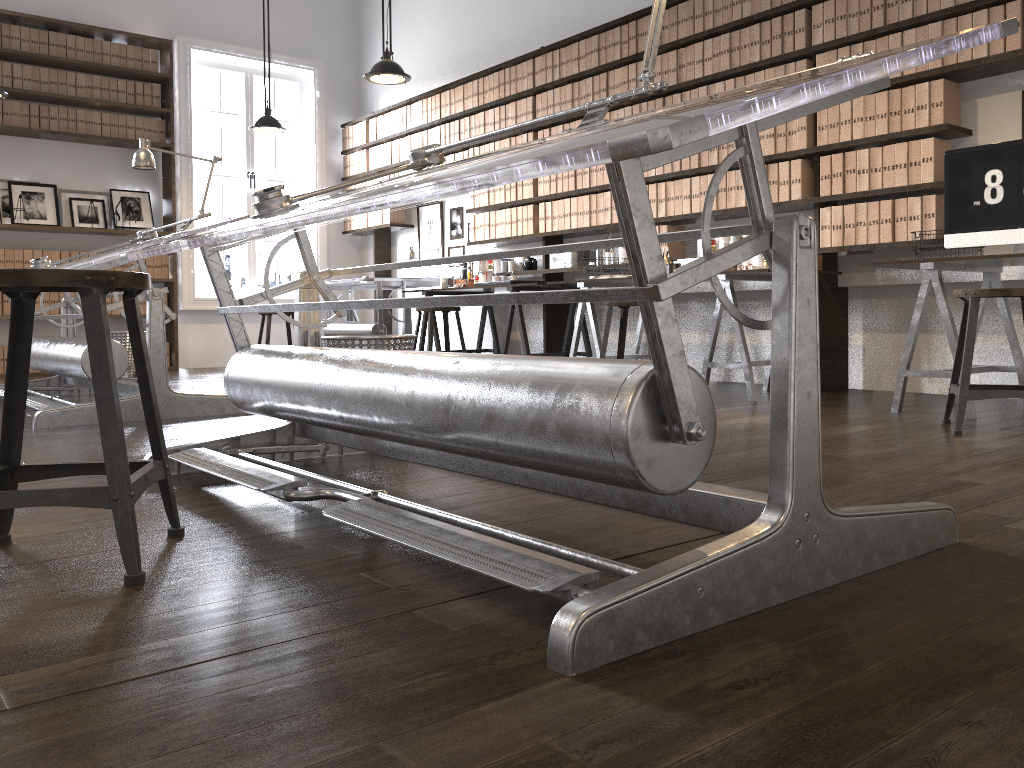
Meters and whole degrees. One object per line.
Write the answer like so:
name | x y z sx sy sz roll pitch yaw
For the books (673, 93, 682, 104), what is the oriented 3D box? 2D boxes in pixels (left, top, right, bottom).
books | 1.106 -1.720 5.627 0.174 0.225 0.067 -2 2 -38

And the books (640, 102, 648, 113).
books | 0.931 -1.734 5.853 0.175 0.225 0.067 -2 2 -38

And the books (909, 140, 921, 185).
books | 2.062 -1.097 4.436 0.175 0.225 0.067 -2 2 -38

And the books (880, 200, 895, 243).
books | 1.972 -0.827 4.555 0.175 0.225 0.067 -2 2 -38

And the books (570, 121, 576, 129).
books | 0.507 -1.769 6.394 0.175 0.225 0.067 -2 2 -38

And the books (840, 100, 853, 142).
books | 1.826 -1.390 4.721 0.175 0.225 0.067 -2 2 -38

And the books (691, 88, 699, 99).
books | 1.197 -1.713 5.518 0.175 0.225 0.067 -2 2 -38

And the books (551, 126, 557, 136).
books | 0.375 -1.780 6.562 0.175 0.225 0.067 -2 2 -38

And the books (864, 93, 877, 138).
books | 1.912 -1.383 4.617 0.175 0.225 0.067 -2 2 -38

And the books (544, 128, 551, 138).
books | 0.325 -1.784 6.617 0.175 0.225 0.067 -2 2 -38

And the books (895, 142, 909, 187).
books | 2.018 -1.100 4.486 0.175 0.225 0.067 -2 2 -38

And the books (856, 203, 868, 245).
books | 1.888 -0.834 4.667 0.175 0.225 0.067 -2 2 -38

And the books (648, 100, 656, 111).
books | 0.973 -1.731 5.803 0.175 0.225 0.067 -2 2 -38

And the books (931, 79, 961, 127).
books | 2.128 -1.366 4.346 0.175 0.225 0.067 -2 2 -38

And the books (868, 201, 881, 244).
books | 1.930 -0.831 4.617 0.175 0.225 0.067 -2 2 -38

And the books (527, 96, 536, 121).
books | 0.204 -2.068 6.761 0.175 0.225 0.067 -2 2 -38

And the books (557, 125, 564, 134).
books | 0.416 -1.776 6.503 0.174 0.225 0.067 -2 2 -38

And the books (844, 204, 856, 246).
books | 1.845 -0.837 4.714 0.175 0.225 0.067 -2 2 -38

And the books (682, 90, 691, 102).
books | 1.153 -1.716 5.574 0.174 0.225 0.067 -2 2 -38

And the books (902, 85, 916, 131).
books | 2.040 -1.373 4.457 0.174 0.225 0.067 -2 2 -38

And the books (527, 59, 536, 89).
books | 0.204 -2.344 6.748 0.175 0.225 0.067 -2 2 -38

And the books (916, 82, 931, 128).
books | 2.081 -1.369 4.399 0.174 0.225 0.067 -2 2 -38

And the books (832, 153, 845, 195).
books | 1.798 -1.118 4.765 0.175 0.225 0.067 -2 2 -38

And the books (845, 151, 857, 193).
books | 1.849 -1.114 4.710 0.175 0.225 0.067 -2 2 -38

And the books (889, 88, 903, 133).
books | 1.996 -1.376 4.513 0.175 0.225 0.067 -2 2 -38

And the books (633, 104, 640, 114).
books | 0.888 -1.737 5.900 0.175 0.225 0.067 -2 2 -38

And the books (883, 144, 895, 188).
books | 1.980 -1.103 4.542 0.175 0.225 0.067 -2 2 -38

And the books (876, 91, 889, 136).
books | 1.950 -1.379 4.562 0.175 0.225 0.067 -2 2 -38

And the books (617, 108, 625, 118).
books | 0.801 -1.745 6.016 0.174 0.225 0.067 -2 2 -38

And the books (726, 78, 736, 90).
books | 1.360 -1.699 5.304 0.175 0.225 0.067 -2 2 -38

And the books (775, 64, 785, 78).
books | 1.574 -1.681 5.029 0.175 0.225 0.067 -2 2 -38

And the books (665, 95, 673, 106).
books | 1.065 -1.723 5.686 0.175 0.225 0.067 -2 2 -38

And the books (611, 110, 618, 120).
books | 0.761 -1.748 6.073 0.174 0.225 0.067 -2 2 -38

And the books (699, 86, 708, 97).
books | 1.234 -1.709 5.462 0.175 0.225 0.067 -2 2 -38

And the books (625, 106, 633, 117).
books | 0.843 -1.741 5.957 0.175 0.225 0.067 -2 2 -38

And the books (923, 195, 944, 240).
books | 2.110 -0.816 4.388 0.174 0.225 0.067 -2 2 -38

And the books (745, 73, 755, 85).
books | 1.451 -1.692 5.197 0.174 0.225 0.067 -2 2 -38

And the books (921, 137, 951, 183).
books | 2.100 -1.093 4.386 0.175 0.225 0.067 -2 2 -38

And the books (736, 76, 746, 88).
books | 1.406 -1.695 5.251 0.175 0.225 0.067 -2 2 -38

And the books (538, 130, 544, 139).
books | 0.283 -1.788 6.679 0.175 0.225 0.067 -2 2 -38

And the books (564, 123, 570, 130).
books | 0.463 -1.773 6.450 0.174 0.225 0.067 -2 2 -38

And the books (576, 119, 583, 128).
books | 0.544 -1.765 6.337 0.175 0.225 0.067 -2 2 -38

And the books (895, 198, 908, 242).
books | 2.022 -0.823 4.500 0.175 0.225 0.067 -2 2 -38

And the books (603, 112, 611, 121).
books | 0.716 -1.752 6.127 0.175 0.225 0.067 -2 2 -38

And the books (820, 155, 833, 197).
books | 1.757 -1.122 4.827 0.175 0.225 0.067 -2 2 -38

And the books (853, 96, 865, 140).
books | 1.872 -1.386 4.666 0.175 0.225 0.067 -2 2 -38

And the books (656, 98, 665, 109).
books | 1.015 -1.727 5.741 0.175 0.225 0.067 -2 2 -38

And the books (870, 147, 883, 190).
books | 1.936 -1.107 4.598 0.174 0.225 0.067 -2 2 -38

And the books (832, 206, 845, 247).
books | 1.800 -0.841 4.771 0.175 0.225 0.067 -2 2 -38

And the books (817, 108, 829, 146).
books | 1.744 -1.397 4.835 0.174 0.225 0.067 -2 2 -38

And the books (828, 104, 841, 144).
books | 1.785 -1.394 4.779 0.175 0.225 0.067 -2 2 -38

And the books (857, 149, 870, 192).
books | 1.889 -1.110 4.651 0.174 0.225 0.067 -2 2 -38

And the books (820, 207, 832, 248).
books | 1.758 -0.845 4.830 0.174 0.225 0.067 -2 2 -38

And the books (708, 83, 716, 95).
books | 1.279 -1.706 5.412 0.175 0.225 0.067 -2 2 -38

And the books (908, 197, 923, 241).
books | 2.063 -0.820 4.441 0.174 0.225 0.067 -2 2 -38
